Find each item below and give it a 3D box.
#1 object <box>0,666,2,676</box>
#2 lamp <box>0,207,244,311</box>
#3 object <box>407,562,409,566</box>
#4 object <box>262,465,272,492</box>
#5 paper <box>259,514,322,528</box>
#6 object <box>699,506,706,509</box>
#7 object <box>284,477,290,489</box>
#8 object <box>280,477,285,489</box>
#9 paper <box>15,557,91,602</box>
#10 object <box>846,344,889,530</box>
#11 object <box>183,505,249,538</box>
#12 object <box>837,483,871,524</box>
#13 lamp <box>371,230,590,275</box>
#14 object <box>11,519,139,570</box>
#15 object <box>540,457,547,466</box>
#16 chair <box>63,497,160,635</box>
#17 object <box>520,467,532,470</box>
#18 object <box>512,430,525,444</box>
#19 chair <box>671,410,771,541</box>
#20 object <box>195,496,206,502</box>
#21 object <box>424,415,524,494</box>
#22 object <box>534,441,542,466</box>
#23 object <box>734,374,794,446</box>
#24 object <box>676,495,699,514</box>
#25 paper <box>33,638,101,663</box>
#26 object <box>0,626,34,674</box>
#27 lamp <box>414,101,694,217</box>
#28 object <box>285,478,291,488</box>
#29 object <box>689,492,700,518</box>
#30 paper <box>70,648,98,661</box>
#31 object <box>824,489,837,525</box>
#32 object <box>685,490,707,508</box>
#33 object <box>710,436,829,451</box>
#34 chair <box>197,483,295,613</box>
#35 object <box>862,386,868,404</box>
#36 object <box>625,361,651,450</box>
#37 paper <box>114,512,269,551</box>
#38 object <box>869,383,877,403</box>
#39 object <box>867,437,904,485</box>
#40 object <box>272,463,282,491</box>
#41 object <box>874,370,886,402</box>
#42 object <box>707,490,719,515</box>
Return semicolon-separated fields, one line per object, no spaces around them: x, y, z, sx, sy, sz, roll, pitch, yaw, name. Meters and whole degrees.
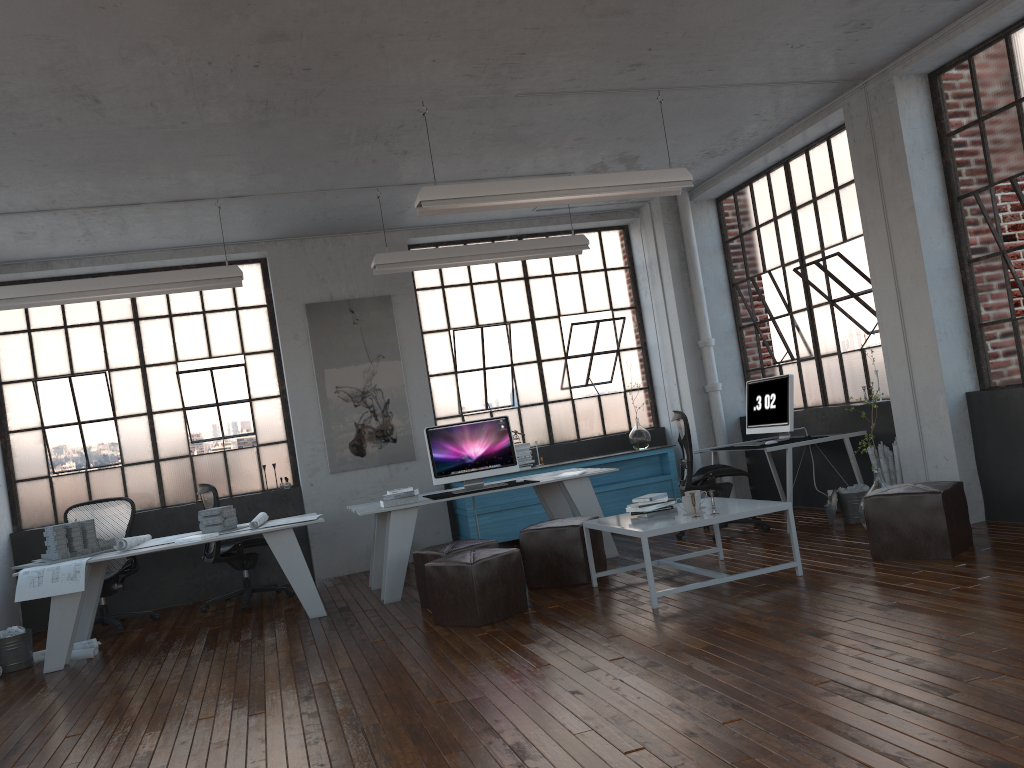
-3.518;1.960;5.985;0.135;0.083;0.108;-8;-2;-26;object
-3.027;-0.964;6.662;1.875;0.628;0.202;-8;-2;-16;lamp
-1.134;1.594;8.453;0.293;0.307;0.292;-9;-2;12;object
-2.372;0.910;8.543;0.085;0.259;0.085;-10;-2;37;object
-1.667;1.036;6.715;0.428;0.001;0.485;-9;-3;-6;paper
1.193;0.806;5.762;0.137;0.003;0.137;-9;-3;5;object
-2.175;0.951;8.547;0.058;0.117;0.032;-9;-1;-2;object
-2.229;0.962;8.590;0.058;0.117;0.032;-10;-2;35;object
-3.084;1.316;5.971;0.439;0.183;0.435;-8;-3;-17;paper
2.449;0.388;6.021;0.331;1.339;0.618;-9;-2;20;object
-2.271;1.050;6.856;0.416;0.182;0.389;-9;-3;14;object
2.715;0.932;6.971;0.291;0.293;0.290;-10;-2;31;object
-0.248;-1.128;7.464;1.875;0.205;0.202;-8;-2;-16;lamp
-3.215;1.123;6.517;0.434;0.305;0.735;-10;-3;29;object
0.305;0.783;8.952;0.088;0.084;0.088;-8;-2;-12;object
-3.403;1.503;7.358;0.769;1.085;0.794;-8;-2;-22;chair
0.047;0.849;8.749;0.252;0.014;0.187;-8;-3;-16;object
0.044;0.523;8.973;0.178;0.161;0.092;-11;-2;42;object
1.704;0.720;7.517;0.791;1.085;0.771;-8;-2;-12;chair
-2.928;1.057;8.363;0.124;0.100;0.124;-9;-2;6;object
-0.303;0.569;7.157;0.713;0.552;0.378;-8;-2;-15;object
0.265;0.711;9.119;0.084;0.256;0.084;-8;-2;-39;object
2.147;0.232;7.615;0.377;0.552;0.715;-8;-2;-15;object
1.099;0.752;5.502;0.129;0.109;0.101;-9;-2;-8;object
-3.240;1.945;6.445;0.466;0.094;0.114;-7;-3;-31;paper
-3.545;1.866;6.269;0.291;0.293;0.290;-10;-2;24;object
0.262;-1.498;5.765;1.875;0.628;0.202;-8;-2;-16;lamp
-2.181;0.964;8.621;0.058;0.102;0.032;-9;-1;19;object
1.094;0.727;5.327;0.053;0.148;0.052;-9;-2;24;object
-3.098;1.924;6.289;0.341;0.068;0.083;-9;-2;9;paper
2.524;0.974;7.001;0.107;0.280;0.293;-9;-2;9;object
1.195;0.750;5.767;0.129;0.109;0.101;-9;-2;-8;object
2.187;0.512;7.609;0.686;0.008;0.850;-8;-3;-15;object
-2.384;1.364;7.727;0.772;1.085;0.791;-10;-2;43;chair
2.897;0.086;7.274;0.055;0.153;0.055;-10;-2;33;object
1.340;0.206;9.203;0.231;0.939;0.435;-8;-2;-35;object
-2.437;1.131;6.873;1.074;0.105;0.977;-8;-3;-16;paper
2.946;0.073;7.240;0.066;0.160;0.066;-9;-1;15;object
2.941;0.726;6.840;0.294;0.627;0.274;-10;-2;26;object
-2.279;0.896;8.554;0.085;0.259;0.085;-10;-2;37;object
2.960;0.015;7.156;0.084;0.256;0.084;-9;-1;6;object
1.207;0.708;5.327;0.055;0.153;0.055;-8;-2;-40;object
